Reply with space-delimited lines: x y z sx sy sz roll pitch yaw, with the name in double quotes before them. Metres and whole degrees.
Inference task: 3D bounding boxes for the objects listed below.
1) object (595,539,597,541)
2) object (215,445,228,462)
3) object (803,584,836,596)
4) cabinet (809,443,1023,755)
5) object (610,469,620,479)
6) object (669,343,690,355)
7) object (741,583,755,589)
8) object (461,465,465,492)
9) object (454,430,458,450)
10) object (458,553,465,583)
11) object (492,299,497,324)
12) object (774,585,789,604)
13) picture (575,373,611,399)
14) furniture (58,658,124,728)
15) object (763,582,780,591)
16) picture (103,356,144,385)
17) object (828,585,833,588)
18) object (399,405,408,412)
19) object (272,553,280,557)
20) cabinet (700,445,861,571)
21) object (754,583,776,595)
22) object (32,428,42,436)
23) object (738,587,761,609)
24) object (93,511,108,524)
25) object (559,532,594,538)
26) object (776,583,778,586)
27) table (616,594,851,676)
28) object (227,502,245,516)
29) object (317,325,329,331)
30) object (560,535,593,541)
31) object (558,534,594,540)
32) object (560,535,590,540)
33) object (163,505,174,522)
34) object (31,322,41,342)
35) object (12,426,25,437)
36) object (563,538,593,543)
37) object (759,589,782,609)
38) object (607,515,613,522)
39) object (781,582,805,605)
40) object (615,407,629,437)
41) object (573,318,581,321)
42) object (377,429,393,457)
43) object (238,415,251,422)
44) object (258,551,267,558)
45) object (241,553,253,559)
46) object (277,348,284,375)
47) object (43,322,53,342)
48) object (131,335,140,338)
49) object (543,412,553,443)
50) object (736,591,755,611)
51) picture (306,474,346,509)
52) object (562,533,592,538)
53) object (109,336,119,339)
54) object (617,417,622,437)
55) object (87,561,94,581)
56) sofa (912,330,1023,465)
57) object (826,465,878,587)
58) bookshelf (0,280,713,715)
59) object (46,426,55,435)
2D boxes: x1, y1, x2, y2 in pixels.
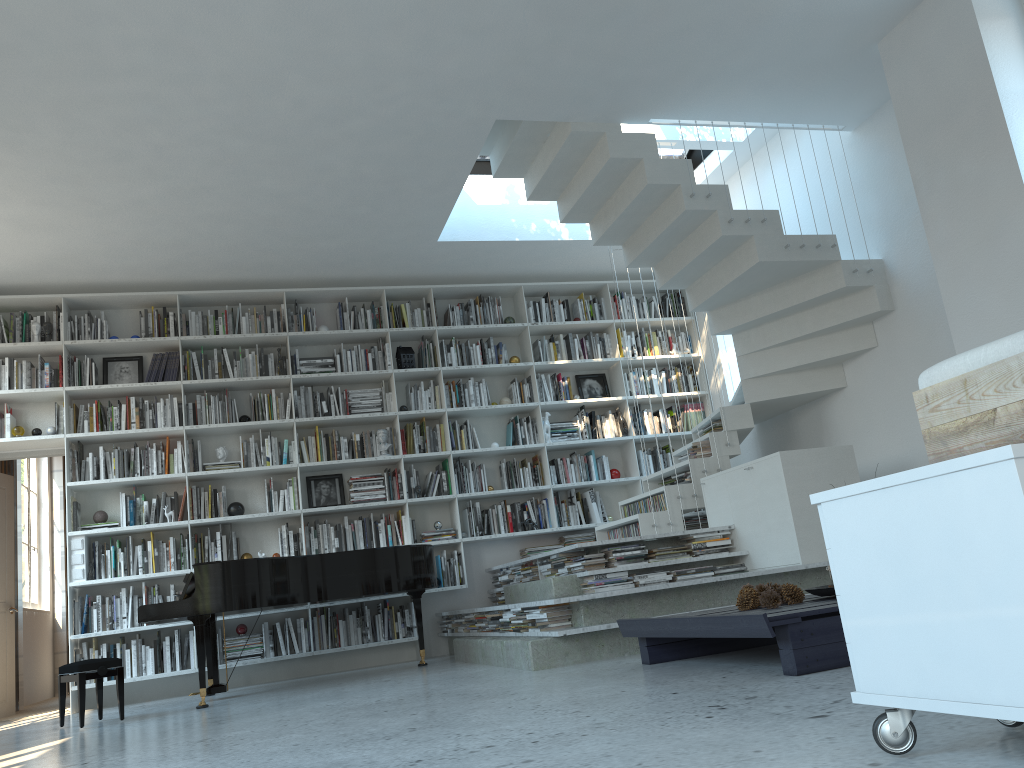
"object" 0.919 1.365 7.898 0.327 0.008 0.208 -3 -14 -17
"object" -2.336 0.567 7.136 0.095 0.156 0.121 -7 -13 -4
"object" 1.442 0.851 3.711 0.430 0.038 0.430 -13 -15 22
"cabinet" 0.868 0.377 1.524 0.380 0.485 0.504 -4 -14 -17
"object" 0.921 0.823 8.005 0.115 0.116 0.115 3 -17 -39
"object" 1.578 -0.324 8.402 0.203 0.136 0.095 -7 -13 -2
"object" 1.024 0.910 3.821 0.090 0.105 0.098 -9 -13 3
"object" -0.436 0.843 7.645 0.007 0.265 0.135 -4 -14 -17
"object" -0.503 0.514 7.696 0.013 0.207 0.140 -4 -14 -18
"object" -0.421 1.538 7.353 0.011 0.259 0.142 -4 -14 -18
"object" -0.171 -0.619 8.107 0.006 0.297 0.130 -4 -14 -18
"object" 1.155 0.900 3.787 0.106 0.086 0.091 -7 -13 -4
"picture" 0.758 0.048 8.256 0.300 0.299 0.078 -4 -14 -17
"furniture" -2.393 1.745 5.038 0.240 0.352 0.468 4 -18 -42
"object" 1.137 0.910 3.853 0.099 0.102 0.097 -20 -18 41
"picture" -3.126 -0.081 7.130 0.300 0.299 0.078 -4 -14 -17
"object" 1.347 0.864 3.718 0.038 0.043 0.039 -20 -18 41
"object" -0.922 0.218 7.541 0.071 0.072 0.071 -16 -15 30
"object" -1.861 1.366 7.003 0.061 0.062 0.061 -16 -15 30
"cabinet" 1.728 0.839 5.729 0.551 0.666 0.996 -4 -14 -17
"object" 1.068 0.897 3.757 0.094 0.108 0.108 -19 -17 38
"object" -3.635 0.372 6.784 0.071 0.072 0.071 3 -17 -39
"object" 0.998 0.908 3.740 0.110 0.101 0.114 2 -16 -35
"object" -3.133 1.017 6.753 0.105 0.106 0.105 3 -17 -39
"object" 0.563 1.330 7.787 0.285 0.005 0.160 -5 -14 -13
"object" 1.179 0.924 3.900 0.086 0.100 0.078 5 -18 -42
"table" 1.274 0.993 3.688 1.269 0.217 1.261 -3 -14 -17
"object" -2.190 1.003 7.038 0.134 0.135 0.134 -16 -15 30
"object" -1.615 -0.449 7.581 0.105 0.105 0.105 3 -17 -39
"object" 0.563 1.354 7.793 0.254 0.005 0.161 -3 -14 -17
"object" 0.562 1.344 7.796 0.285 0.005 0.160 -3 -14 -17
"object" 0.562 1.349 7.794 0.254 0.005 0.161 -3 -14 -17
"object" -2.619 0.993 6.763 0.081 0.139 0.044 1 -16 -33
"object" -3.669 -0.383 6.841 0.067 0.197 0.068 -14 -14 24
"object" -3.733 0.359 6.706 0.087 0.087 0.087 -16 -15 30
"object" 0.564 1.380 7.786 0.254 0.005 0.161 -3 -14 -17
"object" 1.031 0.859 3.532 0.081 0.083 0.099 -5 -14 -13
"object" 0.867 1.208 7.908 0.071 0.072 0.071 -16 -15 30
"object" 1.167 0.873 3.682 0.083 0.099 0.092 -5 -14 -12
"object" 0.999 0.351 8.030 0.087 0.287 0.075 -12 -14 17
"object" 0.603 -0.580 8.221 0.071 0.072 0.071 -16 -15 30
"object" -1.070 0.498 7.383 0.138 0.243 0.137 -18 -16 36
"object" -2.174 0.301 7.213 0.097 0.098 0.097 -16 -15 30
"object" -1.956 1.351 6.953 0.060 0.094 0.078 -8 -13 -1
"object" -2.088 1.375 6.978 0.091 0.091 0.091 3 -17 -39
"object" -1.905 -0.172 7.313 0.075 0.254 0.075 3 -17 -38
"object" -3.592 -0.388 6.865 0.067 0.197 0.068 -14 -14 24
"object" -3.033 -0.351 7.142 0.082 0.083 0.083 3 -17 -39
"object" 0.308 0.388 7.794 0.087 0.287 0.075 -12 -14 17
"object" 0.964 0.905 3.672 0.082 0.084 0.083 -7 -13 -3
"picture" -1.541 0.898 7.338 0.300 0.299 0.078 -4 -14 -17
"object" 0.562 1.338 7.795 0.254 0.005 0.161 -4 -14 -16
"object" -3.182 -0.342 7.095 0.082 0.083 0.083 3 -17 -39
"object" 0.967 0.421 8.151 0.022 0.211 0.179 -4 -14 -18
"object" -3.106 1.381 6.534 0.045 0.146 0.045 -13 -14 20
"sofa" 2.084 0.121 1.935 2.194 0.852 0.874 -3 -14 -17
"object" 1.442 0.594 3.688 0.309 0.520 0.436 -11 -13 12
"bookshelf" -1.138 0.726 7.382 6.295 3.134 0.331 -3 -14 -17
"object" -3.529 0.361 6.797 0.071 0.072 0.071 3 -17 -39
